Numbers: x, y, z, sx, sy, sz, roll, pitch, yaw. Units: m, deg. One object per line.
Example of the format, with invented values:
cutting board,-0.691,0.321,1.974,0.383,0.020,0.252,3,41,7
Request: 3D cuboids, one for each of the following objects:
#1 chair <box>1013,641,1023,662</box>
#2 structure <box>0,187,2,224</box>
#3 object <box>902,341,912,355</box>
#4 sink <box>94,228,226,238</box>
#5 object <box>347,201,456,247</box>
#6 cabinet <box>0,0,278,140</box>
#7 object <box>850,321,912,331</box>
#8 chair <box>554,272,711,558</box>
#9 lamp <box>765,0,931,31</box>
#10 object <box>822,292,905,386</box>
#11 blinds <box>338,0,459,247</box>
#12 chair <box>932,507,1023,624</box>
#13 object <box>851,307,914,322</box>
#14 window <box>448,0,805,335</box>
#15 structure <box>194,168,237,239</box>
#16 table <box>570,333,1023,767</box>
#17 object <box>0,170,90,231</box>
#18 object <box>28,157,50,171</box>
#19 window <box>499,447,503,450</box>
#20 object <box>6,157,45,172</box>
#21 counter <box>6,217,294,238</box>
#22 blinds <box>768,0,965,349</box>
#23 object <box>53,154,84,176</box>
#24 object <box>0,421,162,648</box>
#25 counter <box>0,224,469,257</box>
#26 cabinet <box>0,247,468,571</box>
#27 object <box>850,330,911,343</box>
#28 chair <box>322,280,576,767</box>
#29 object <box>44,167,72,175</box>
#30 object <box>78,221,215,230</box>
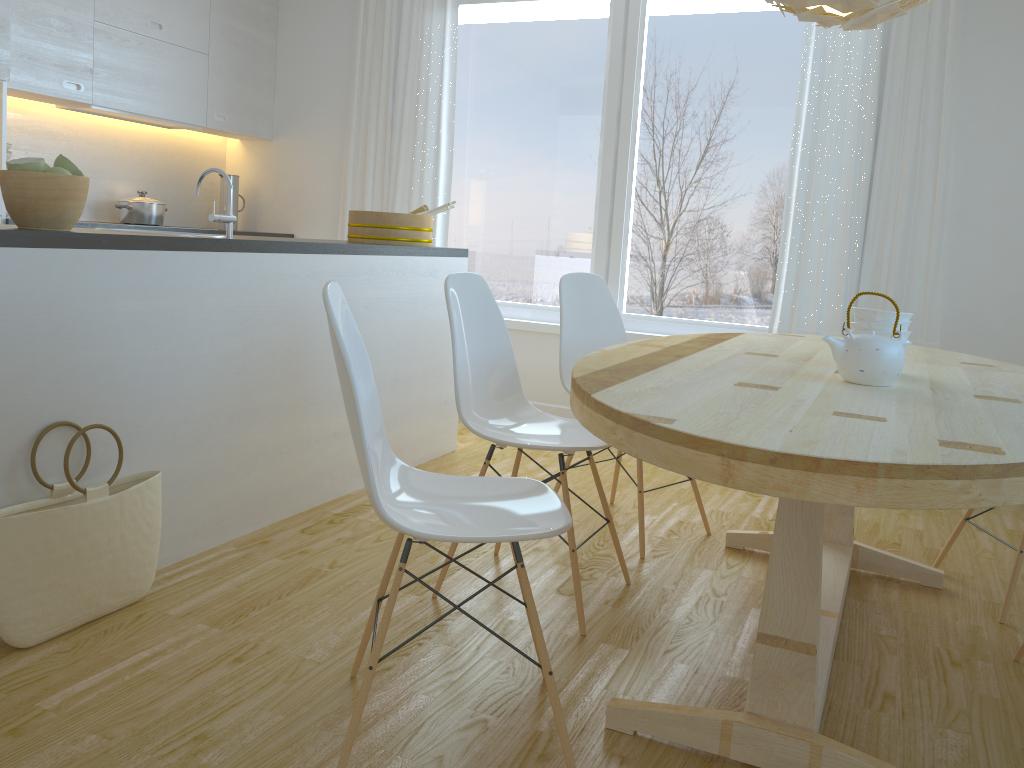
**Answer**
chair,1.491,0.332,1.973,0.524,0.896,0.431,7,7,24
structure,-2.383,-0.554,3.682,0.049,0.592,0.563,6,8,23
object,0.953,-0.076,2.302,0.152,0.082,0.153,0,9,-27
sink,-1.131,-0.413,2.860,0.404,0.156,0.407,0,10,-24
object,-0.523,-0.735,3.988,0.430,0.213,0.381,-3,11,-38
cabinet,-2.271,-1.108,4.367,0.482,2.285,3.217,6,8,23
object,0.952,-0.124,2.302,0.151,0.095,0.152,11,11,40
chair,0.414,0.069,3.163,0.526,0.896,0.430,10,9,43
lamp,0.872,-1.438,2.155,0.648,1.128,0.642,7,7,23
object,0.814,-0.108,2.043,0.178,0.210,0.148,7,7,23
blinds,-0.703,-1.593,5.291,0.797,2.146,0.150,6,6,23
chair,1.689,0.226,2.708,0.523,0.896,0.433,4,6,-1
object,0.957,-0.151,2.299,0.152,0.086,0.153,-3,11,-38
window,0.592,-1.268,4.942,2.734,1.906,0.088,7,7,24
structure,-0.941,-0.562,2.734,0.162,0.214,0.097,7,7,24
table,0.804,0.322,2.296,1.196,0.720,2.201,7,9,22
object,-1.198,-0.467,2.270,0.205,0.141,0.207,2,8,-15
object,-1.232,-0.536,2.293,0.102,0.098,0.087,-4,10,-45
window,1.057,-0.633,1.548,2.556,2.040,1.888,7,8,24
object,-1.212,-0.535,2.205,0.086,0.065,0.084,9,10,36
counter,-2.102,-0.871,4.968,0.602,0.040,2.010,8,10,23
blinds,1.721,-1.260,4.217,0.797,2.146,0.150,7,6,24
object,-1.162,-0.565,2.322,0.074,0.071,0.078,-3,10,-41
object,-0.583,0.373,2.152,1.189,0.498,0.474,4,7,2
counter,-0.967,-0.499,3.128,0.602,0.040,2.413,8,10,23
cabinet,-0.998,-0.031,3.174,0.602,0.903,2.412,7,9,23
object,0.952,-0.100,2.303,0.152,0.092,0.152,0,9,-27
chair,-0.124,0.258,1.772,0.523,0.896,0.433,3,6,-6
object,-1.159,-0.511,2.262,0.081,0.085,0.098,2,8,-11
object,-2.102,-0.890,4.971,0.563,0.013,0.657,8,10,23
